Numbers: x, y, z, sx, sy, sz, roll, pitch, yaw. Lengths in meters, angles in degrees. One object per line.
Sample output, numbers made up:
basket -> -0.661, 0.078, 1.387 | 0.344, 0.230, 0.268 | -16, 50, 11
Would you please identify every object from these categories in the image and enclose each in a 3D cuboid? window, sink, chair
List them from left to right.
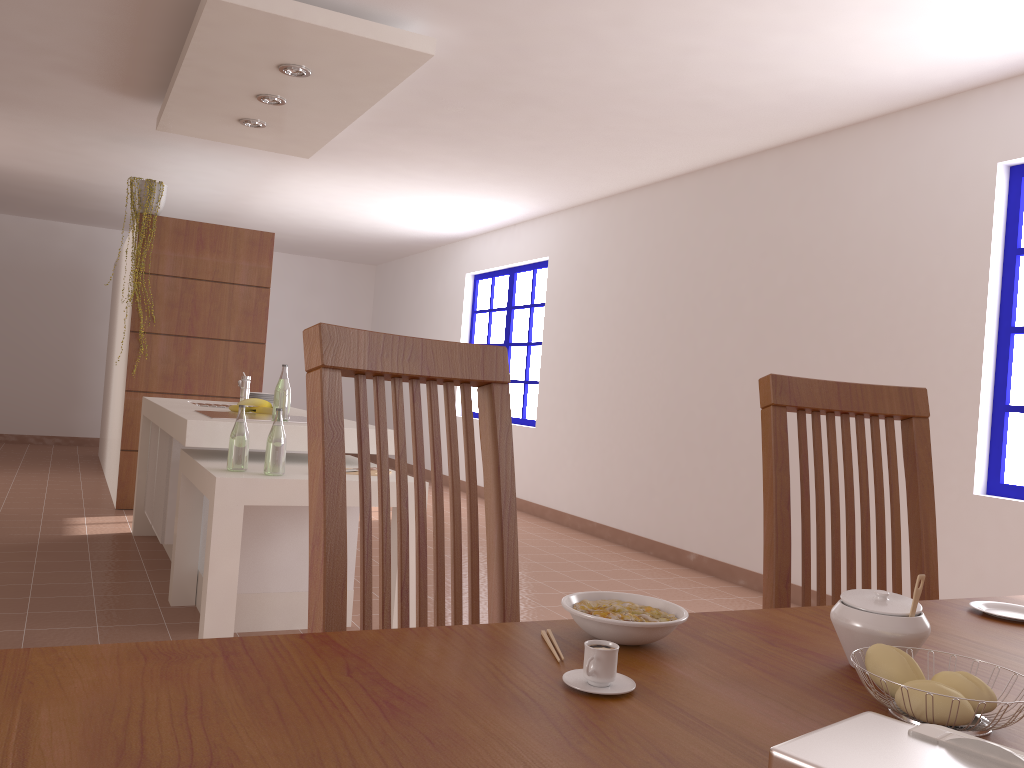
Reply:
sink -> -1.507, 0.116, 4.796 | 0.404, 0.368, 0.668 | 5, -1, -27
window -> -0.039, -0.363, 8.196 | 0.035, 1.430, 1.699 | 5, -1, -27
chair -> 0.010, 0.476, 1.032 | 0.574, 1.063, 0.444 | 4, -1, 44
chair -> 0.631, 0.527, 1.344 | 0.444, 1.063, 0.574 | 5, -1, -17
window -> 2.508, -0.209, 3.100 | 0.035, 1.430, 1.699 | 5, -1, -27

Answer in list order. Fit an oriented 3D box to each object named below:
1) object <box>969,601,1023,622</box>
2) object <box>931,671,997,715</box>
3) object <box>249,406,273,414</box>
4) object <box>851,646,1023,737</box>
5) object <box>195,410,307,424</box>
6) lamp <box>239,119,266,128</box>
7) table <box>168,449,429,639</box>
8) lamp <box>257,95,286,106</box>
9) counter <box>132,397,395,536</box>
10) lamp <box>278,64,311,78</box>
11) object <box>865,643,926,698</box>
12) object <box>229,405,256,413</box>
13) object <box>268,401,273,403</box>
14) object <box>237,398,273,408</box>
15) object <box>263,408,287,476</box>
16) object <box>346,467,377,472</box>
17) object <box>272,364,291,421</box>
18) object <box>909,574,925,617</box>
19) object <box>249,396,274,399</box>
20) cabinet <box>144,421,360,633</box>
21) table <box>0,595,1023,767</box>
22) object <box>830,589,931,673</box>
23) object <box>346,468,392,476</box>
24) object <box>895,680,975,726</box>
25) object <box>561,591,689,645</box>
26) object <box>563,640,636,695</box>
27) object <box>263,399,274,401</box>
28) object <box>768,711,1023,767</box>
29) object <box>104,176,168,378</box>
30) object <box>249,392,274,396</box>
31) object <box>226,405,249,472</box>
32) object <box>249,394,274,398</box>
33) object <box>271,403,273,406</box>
object -> 0.695, 0.318, 1.231 | 0.108, 0.008, 0.108 | 4, -1, 28
object -> 0.398, 0.272, 0.786 | 0.048, 0.033, 0.060 | 5, -1, -28
object -> -1.179, 0.125, 4.198 | 0.207, 0.033, 0.060 | 4, -1, 18
object -> 0.375, 0.272, 0.776 | 0.151, 0.041, 0.151 | 4, -1, 23
object -> -1.078, 0.144, 3.832 | 0.493, 0.006, 0.551 | 5, -1, -27
lamp -> -1.424, -1.452, 4.878 | 0.143, 0.059, 0.143 | 4, -1, 1
table -> -0.878, 0.637, 3.477 | 0.737, 0.647, 1.003 | 5, -1, -27
lamp -> -1.200, -1.438, 4.432 | 0.143, 0.059, 0.143 | 4, -1, 1
counter -> -1.348, 0.532, 4.418 | 0.821, 0.800, 2.156 | 5, -1, -27
lamp -> -0.973, -1.424, 3.980 | 0.143, 0.059, 0.143 | 5, -1, -44
object -> 0.352, 0.263, 0.813 | 0.055, 0.044, 0.048 | 4, -1, 43
object -> -1.283, 0.117, 4.174 | 0.207, 0.033, 0.060 | 4, -1, 43
object -> -1.492, 0.106, 5.335 | 0.228, 0.020, 0.228 | 5, -1, -45
object -> -1.204, 0.095, 4.210 | 0.047, 0.055, 0.207 | 4, -1, 40
object -> -0.811, 0.199, 3.054 | 0.071, 0.230, 0.071 | 4, -1, 45
object -> -0.618, 0.322, 3.306 | 0.041, 0.008, 0.375 | 4, -1, 30
object -> -0.947, 0.035, 3.663 | 0.071, 0.230, 0.071 | 4, -1, 45
object -> 0.400, 0.226, 0.884 | 0.010, 0.075, 0.015 | 5, -1, -27
object -> -1.490, 0.086, 5.336 | 0.228, 0.020, 0.228 | 5, -1, -45
cabinet -> -1.323, 0.584, 4.369 | 0.737, 0.700, 2.048 | 5, -1, -27
table -> 0.472, 0.671, 0.736 | 1.800, 0.740, 0.900 | 5, -1, -27
object -> 0.379, 0.255, 0.916 | 0.096, 0.079, 0.096 | 5, -1, -31
object -> -0.586, 0.332, 3.353 | 0.266, 0.006, 0.168 | 5, -1, -10
object -> 0.359, 0.269, 0.753 | 0.061, 0.032, 0.048 | 4, -1, 33
object -> 0.120, 0.257, 0.953 | 0.136, 0.036, 0.136 | 4, -1, 21
object -> 0.079, 0.251, 0.791 | 0.065, 0.037, 0.065 | 5, -1, -13
object -> -1.491, 0.096, 5.335 | 0.228, 0.020, 0.228 | 5, -1, -45
object -> 0.284, 0.253, 0.541 | 0.195, 0.062, 0.176 | 5, -1, -42
object -> -2.531, -0.714, 5.996 | 0.279, 1.344, 0.297 | 4, -1, 23
object -> -1.489, 0.066, 5.336 | 0.228, 0.020, 0.228 | 5, -1, -45
object -> -0.950, 0.188, 3.094 | 0.071, 0.230, 0.071 | 4, -1, 45
object -> -1.490, 0.076, 5.336 | 0.228, 0.020, 0.228 | 5, -1, -45
object -> -1.493, 0.117, 5.335 | 0.228, 0.020, 0.228 | 5, -1, -45
